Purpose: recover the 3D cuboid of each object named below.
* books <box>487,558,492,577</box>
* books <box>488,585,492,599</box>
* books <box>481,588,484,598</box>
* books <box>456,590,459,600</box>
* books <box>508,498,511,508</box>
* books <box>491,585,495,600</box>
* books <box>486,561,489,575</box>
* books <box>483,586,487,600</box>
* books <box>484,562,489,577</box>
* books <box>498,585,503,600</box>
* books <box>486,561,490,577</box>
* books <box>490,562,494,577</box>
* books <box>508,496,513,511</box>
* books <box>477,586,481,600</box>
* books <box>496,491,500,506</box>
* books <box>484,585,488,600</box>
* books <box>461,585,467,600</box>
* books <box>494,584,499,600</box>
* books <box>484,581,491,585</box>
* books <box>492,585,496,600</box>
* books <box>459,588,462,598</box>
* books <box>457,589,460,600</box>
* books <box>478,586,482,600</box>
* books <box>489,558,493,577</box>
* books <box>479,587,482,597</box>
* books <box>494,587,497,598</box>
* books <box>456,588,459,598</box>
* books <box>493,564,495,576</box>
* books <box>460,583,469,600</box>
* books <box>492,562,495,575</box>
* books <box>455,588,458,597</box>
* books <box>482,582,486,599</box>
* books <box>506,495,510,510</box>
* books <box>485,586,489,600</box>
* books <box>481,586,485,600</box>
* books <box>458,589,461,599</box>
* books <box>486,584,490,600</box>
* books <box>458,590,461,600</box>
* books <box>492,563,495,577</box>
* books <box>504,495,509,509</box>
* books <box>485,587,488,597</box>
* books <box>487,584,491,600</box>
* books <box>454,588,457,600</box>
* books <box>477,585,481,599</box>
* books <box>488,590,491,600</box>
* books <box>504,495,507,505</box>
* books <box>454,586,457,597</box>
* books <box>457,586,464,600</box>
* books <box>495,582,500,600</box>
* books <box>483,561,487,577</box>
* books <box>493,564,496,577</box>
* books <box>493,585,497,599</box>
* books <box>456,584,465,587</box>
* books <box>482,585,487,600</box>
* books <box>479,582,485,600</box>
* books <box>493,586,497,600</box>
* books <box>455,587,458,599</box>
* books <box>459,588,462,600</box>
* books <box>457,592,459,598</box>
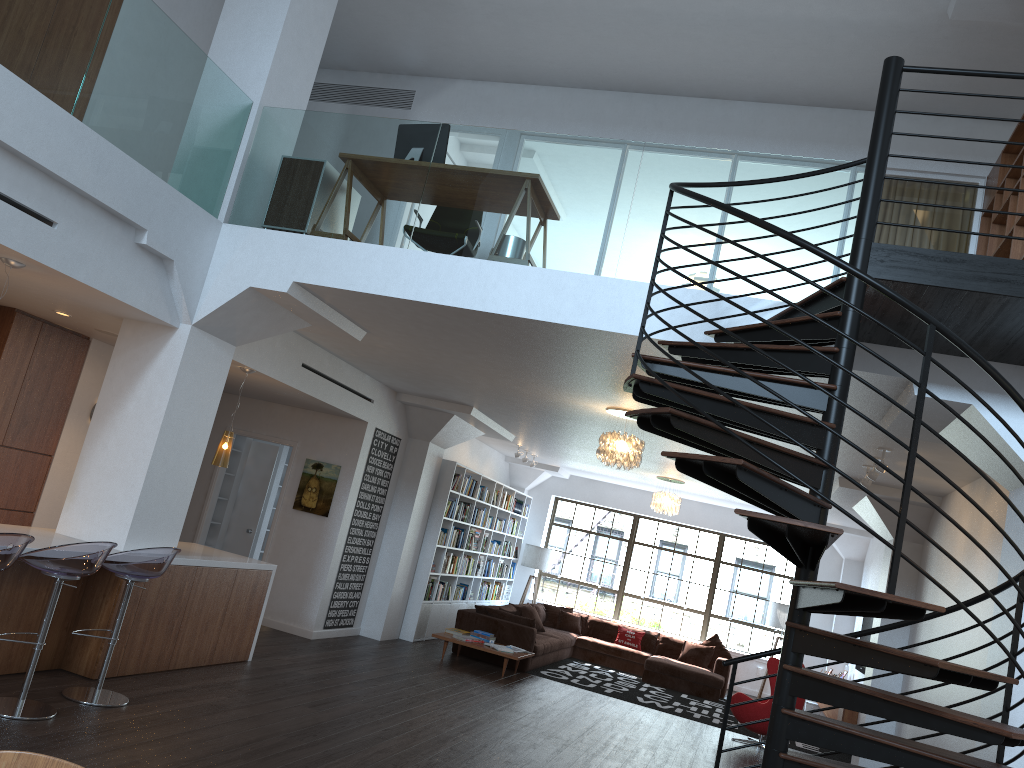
[{"bbox_3d":[-0.445,2.985,14.475,0.197,0.290,0.136,10,-10,17],"label":"books"},{"bbox_3d":[-0.445,3.441,14.707,0.160,0.250,0.026,10,-10,16],"label":"books"},{"bbox_3d":[-0.548,3.344,14.303,0.160,0.250,0.026,10,-10,16],"label":"books"},{"bbox_3d":[-0.856,3.118,13.159,0.110,0.153,0.019,10,-10,17],"label":"books"},{"bbox_3d":[-0.130,1.982,14.890,0.183,0.253,0.034,10,-10,17],"label":"books"},{"bbox_3d":[-0.393,3.490,14.926,0.183,0.253,0.036,10,-10,17],"label":"books"},{"bbox_3d":[-0.480,2.968,14.328,0.182,0.255,0.077,10,-10,17],"label":"books"},{"bbox_3d":[-0.514,3.375,14.437,0.183,0.253,0.034,10,-10,16],"label":"books"},{"bbox_3d":[-0.485,2.966,14.288,0.174,0.243,0.085,10,-10,17],"label":"books"},{"bbox_3d":[-0.273,3.604,15.386,0.171,0.246,0.057,10,-10,17],"label":"books"},{"bbox_3d":[-0.459,2.982,14.369,0.182,0.253,0.098,10,-10,17],"label":"books"},{"bbox_3d":[-0.403,3.043,14.609,0.174,0.242,0.105,10,-10,17],"label":"books"},{"bbox_3d":[-0.100,2.006,14.986,0.183,0.253,0.034,10,-10,17],"label":"books"},{"bbox_3d":[-0.603,3.310,14.151,0.174,0.240,0.045,10,-10,16],"label":"books"},{"bbox_3d":[-0.302,1.827,14.240,0.160,0.251,0.039,10,-10,17],"label":"books"},{"bbox_3d":[-0.506,3.388,14.480,0.171,0.246,0.057,10,-10,16],"label":"books"},{"bbox_3d":[-0.774,3.169,13.482,0.146,0.202,0.027,10,-10,17],"label":"books"},{"bbox_3d":[-0.344,3.531,15.096,0.183,0.253,0.037,10,-10,17],"label":"books"},{"bbox_3d":[-0.468,3.400,14.627,0.176,0.290,0.036,10,-10,16],"label":"books"},{"bbox_3d":[-0.380,3.499,14.959,0.183,0.253,0.037,10,-10,17],"label":"books"},{"bbox_3d":[-0.831,3.135,13.266,0.122,0.169,0.023,10,-10,17],"label":"books"},{"bbox_3d":[-0.847,3.120,13.196,0.120,0.167,0.020,10,-10,17],"label":"books"},{"bbox_3d":[-0.586,3.327,14.179,0.161,0.223,0.026,10,-10,16],"label":"books"},{"bbox_3d":[-0.425,2.999,14.533,0.176,0.293,0.125,10,-10,17],"label":"books"},{"bbox_3d":[-0.588,3.329,14.213,0.168,0.231,0.037,10,-10,16],"label":"books"},{"bbox_3d":[-0.355,3.526,15.067,0.160,0.250,0.027,10,-10,17],"label":"books"},{"bbox_3d":[-0.863,3.104,13.145,0.109,0.171,0.018,10,-10,17],"label":"books"},{"bbox_3d":[-0.370,3.083,14.726,0.161,0.222,0.084,10,-10,17],"label":"books"},{"bbox_3d":[-0.753,3.174,13.566,0.140,0.231,0.042,10,-10,17],"label":"books"},{"bbox_3d":[-0.392,3.051,14.661,0.170,0.251,0.118,10,-10,17],"label":"books"},{"bbox_3d":[-0.884,3.084,13.080,0.128,0.178,0.021,10,-10,17],"label":"books"},{"bbox_3d":[-0.533,3.339,14.369,0.176,0.290,0.053,10,-10,16],"label":"books"},{"bbox_3d":[-0.146,1.967,14.827,0.183,0.253,0.034,10,-10,17],"label":"books"},{"bbox_3d":[-0.494,3.407,14.553,0.174,0.240,0.045,10,-10,16],"label":"books"},{"bbox_3d":[-0.542,3.364,14.324,0.161,0.223,0.026,10,-10,16],"label":"books"},{"bbox_3d":[-0.835,3.129,13.219,0.106,0.162,0.032,10,-10,17],"label":"books"},{"bbox_3d":[-0.472,3.412,14.588,0.183,0.253,0.034,10,-10,16],"label":"books"},{"bbox_3d":[-0.828,3.132,13.243,0.107,0.167,0.017,10,-10,17],"label":"books"},{"bbox_3d":[-0.383,3.062,14.702,0.159,0.248,0.089,10,-10,17],"label":"books"},{"bbox_3d":[-0.166,1.952,14.748,0.171,0.246,0.057,10,-10,17],"label":"books"},{"bbox_3d":[-0.497,3.409,14.517,0.161,0.223,0.027,10,-10,16],"label":"books"},{"bbox_3d":[-0.458,3.426,14.669,0.180,0.259,0.060,10,-10,16],"label":"books"},{"bbox_3d":[-0.887,3.080,13.059,0.128,0.178,0.022,10,-10,17],"label":"books"},{"bbox_3d":[-0.611,3.294,14.115,0.183,0.253,0.034,10,-10,16],"label":"books"},{"bbox_3d":[-0.443,3.460,14.730,0.161,0.223,0.027,10,-10,16],"label":"books"},{"bbox_3d":[-0.200,1.939,14.706,0.174,0.240,0.045,10,-10,17],"label":"books"},{"bbox_3d":[-0.896,3.063,13.043,0.127,0.200,0.020,10,-10,17],"label":"books"},{"bbox_3d":[-0.810,3.143,13.348,0.139,0.191,0.036,10,-10,17],"label":"books"},{"bbox_3d":[-0.342,3.527,15.158,0.198,0.284,0.066,10,-10,17],"label":"books"},{"bbox_3d":[-0.511,2.937,14.193,0.182,0.255,0.077,10,-10,17],"label":"books"},{"bbox_3d":[-0.364,3.093,14.759,0.161,0.218,0.101,10,-10,17],"label":"books"},{"bbox_3d":[-0.375,3.506,14.993,0.183,0.253,0.036,10,-10,17],"label":"books"},{"bbox_3d":[-0.798,3.160,13.462,0.146,0.202,0.027,10,-10,17],"label":"books"},{"bbox_3d":[-0.526,3.367,14.407,0.183,0.253,0.034,10,-10,16],"label":"books"},{"bbox_3d":[-0.569,3.315,14.267,0.198,0.284,0.066,10,-10,16],"label":"books"},{"bbox_3d":[-0.373,3.521,15.033,0.174,0.240,0.048,10,-10,17],"label":"books"},{"bbox_3d":[-0.883,3.086,13.107,0.134,0.184,0.030,10,-10,17],"label":"books"},{"bbox_3d":[-0.824,3.139,13.293,0.126,0.173,0.032,10,-10,17],"label":"books"},{"bbox_3d":[-0.852,3.122,13.177,0.110,0.153,0.018,10,-10,17],"label":"books"}]
